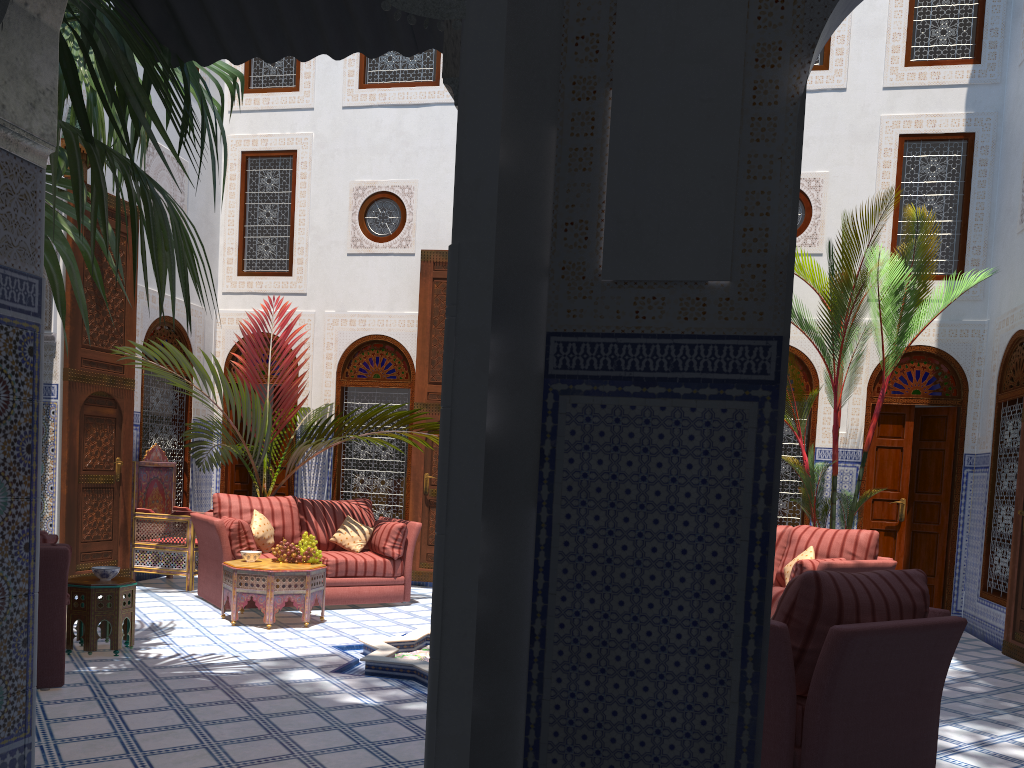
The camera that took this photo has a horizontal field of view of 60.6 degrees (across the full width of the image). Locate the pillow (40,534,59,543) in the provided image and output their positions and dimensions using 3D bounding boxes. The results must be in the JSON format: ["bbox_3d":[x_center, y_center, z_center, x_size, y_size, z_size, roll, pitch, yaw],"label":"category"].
[{"bbox_3d":[-2.095,0.735,3.620,0.397,0.244,0.186,5,-1,-32],"label":"pillow"}]

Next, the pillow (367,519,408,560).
[{"bbox_3d":[-0.832,1.030,5.842,0.188,0.244,0.395,3,-3,-32],"label":"pillow"}]

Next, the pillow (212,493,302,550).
[{"bbox_3d":[-1.658,0.914,5.698,0.584,0.393,0.289,5,-1,-33],"label":"pillow"}]

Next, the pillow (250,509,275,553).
[{"bbox_3d":[-1.556,0.921,5.467,0.133,0.275,0.304,3,-2,13],"label":"pillow"}]

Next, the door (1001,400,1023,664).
[{"bbox_3d":[2.750,0.225,4.466,0.123,2.535,0.579,3,3,7],"label":"door"}]

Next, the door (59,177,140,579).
[{"bbox_3d":[-2.627,0.059,5.579,0.123,2.535,0.580,4,3,17],"label":"door"}]

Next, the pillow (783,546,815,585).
[{"bbox_3d":[1.578,1.013,4.799,0.147,0.260,0.280,3,-2,11],"label":"pillow"}]

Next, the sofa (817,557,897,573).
[{"bbox_3d":[1.465,1.222,5.091,0.735,0.543,1.358,5,-5,-33],"label":"sofa"}]

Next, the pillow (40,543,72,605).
[{"bbox_3d":[-1.843,0.714,3.246,0.381,0.255,0.186,5,-1,-32],"label":"pillow"}]

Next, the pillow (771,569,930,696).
[{"bbox_3d":[0.975,0.726,2.581,0.584,0.382,0.299,5,-1,-33],"label":"pillow"}]

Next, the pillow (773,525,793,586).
[{"bbox_3d":[1.453,1.041,5.388,0.302,0.381,0.580,3,-3,-33],"label":"pillow"}]

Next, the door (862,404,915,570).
[{"bbox_3d":[2.585,0.878,6.076,0.285,1.474,0.123,4,3,12],"label":"door"}]

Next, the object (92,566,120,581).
[{"bbox_3d":[-1.836,0.858,3.961,0.118,0.057,0.118,7,-5,-40],"label":"object"}]

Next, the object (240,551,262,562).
[{"bbox_3d":[-1.484,0.981,4.980,0.118,0.057,0.118,7,-5,-40],"label":"object"}]

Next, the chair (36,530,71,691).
[{"bbox_3d":[-2.135,0.853,3.336,0.729,0.544,0.810,5,-4,-33],"label":"chair"}]

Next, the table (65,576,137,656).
[{"bbox_3d":[-1.866,1.047,3.964,0.288,0.326,0.289,3,-1,12],"label":"table"}]

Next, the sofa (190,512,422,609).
[{"bbox_3d":[-1.359,1.140,5.730,1.366,0.544,0.730,6,-4,-33],"label":"sofa"}]

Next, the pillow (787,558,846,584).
[{"bbox_3d":[1.590,1.025,4.564,0.397,0.244,0.186,5,-1,-32],"label":"pillow"}]

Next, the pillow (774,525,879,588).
[{"bbox_3d":[1.758,1.001,4.921,0.306,0.404,0.558,3,-2,-37],"label":"pillow"}]

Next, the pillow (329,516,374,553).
[{"bbox_3d":[-1.065,0.999,5.838,0.265,0.237,0.146,3,1,13],"label":"pillow"}]

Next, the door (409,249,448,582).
[{"bbox_3d":[-0.451,0.276,6.576,0.582,2.535,0.123,3,3,7],"label":"door"}]

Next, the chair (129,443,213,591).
[{"bbox_3d":[-2.316,0.968,6.162,0.502,1.088,0.483,3,2,12],"label":"chair"}]

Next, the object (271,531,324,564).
[{"bbox_3d":[-1.236,0.971,5.064,0.306,0.241,0.216,3,-1,-7],"label":"object"}]

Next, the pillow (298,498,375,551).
[{"bbox_3d":[-1.190,0.968,6.012,0.563,0.377,0.318,5,-2,-33],"label":"pillow"}]

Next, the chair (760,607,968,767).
[{"bbox_3d":[0.887,0.947,2.718,0.815,0.545,0.724,5,-3,-33],"label":"chair"}]

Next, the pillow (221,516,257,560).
[{"bbox_3d":[-1.664,0.934,5.290,0.188,0.254,0.378,3,-3,-32],"label":"pillow"}]

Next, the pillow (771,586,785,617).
[{"bbox_3d":[0.977,0.835,2.994,0.188,0.254,0.378,3,-3,-32],"label":"pillow"}]

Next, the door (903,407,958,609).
[{"bbox_3d":[2.886,0.895,6.088,0.283,1.474,0.024,5,4,42],"label":"door"}]

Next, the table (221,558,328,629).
[{"bbox_3d":[-1.348,1.178,4.965,0.536,0.325,0.539,2,-4,12],"label":"table"}]
